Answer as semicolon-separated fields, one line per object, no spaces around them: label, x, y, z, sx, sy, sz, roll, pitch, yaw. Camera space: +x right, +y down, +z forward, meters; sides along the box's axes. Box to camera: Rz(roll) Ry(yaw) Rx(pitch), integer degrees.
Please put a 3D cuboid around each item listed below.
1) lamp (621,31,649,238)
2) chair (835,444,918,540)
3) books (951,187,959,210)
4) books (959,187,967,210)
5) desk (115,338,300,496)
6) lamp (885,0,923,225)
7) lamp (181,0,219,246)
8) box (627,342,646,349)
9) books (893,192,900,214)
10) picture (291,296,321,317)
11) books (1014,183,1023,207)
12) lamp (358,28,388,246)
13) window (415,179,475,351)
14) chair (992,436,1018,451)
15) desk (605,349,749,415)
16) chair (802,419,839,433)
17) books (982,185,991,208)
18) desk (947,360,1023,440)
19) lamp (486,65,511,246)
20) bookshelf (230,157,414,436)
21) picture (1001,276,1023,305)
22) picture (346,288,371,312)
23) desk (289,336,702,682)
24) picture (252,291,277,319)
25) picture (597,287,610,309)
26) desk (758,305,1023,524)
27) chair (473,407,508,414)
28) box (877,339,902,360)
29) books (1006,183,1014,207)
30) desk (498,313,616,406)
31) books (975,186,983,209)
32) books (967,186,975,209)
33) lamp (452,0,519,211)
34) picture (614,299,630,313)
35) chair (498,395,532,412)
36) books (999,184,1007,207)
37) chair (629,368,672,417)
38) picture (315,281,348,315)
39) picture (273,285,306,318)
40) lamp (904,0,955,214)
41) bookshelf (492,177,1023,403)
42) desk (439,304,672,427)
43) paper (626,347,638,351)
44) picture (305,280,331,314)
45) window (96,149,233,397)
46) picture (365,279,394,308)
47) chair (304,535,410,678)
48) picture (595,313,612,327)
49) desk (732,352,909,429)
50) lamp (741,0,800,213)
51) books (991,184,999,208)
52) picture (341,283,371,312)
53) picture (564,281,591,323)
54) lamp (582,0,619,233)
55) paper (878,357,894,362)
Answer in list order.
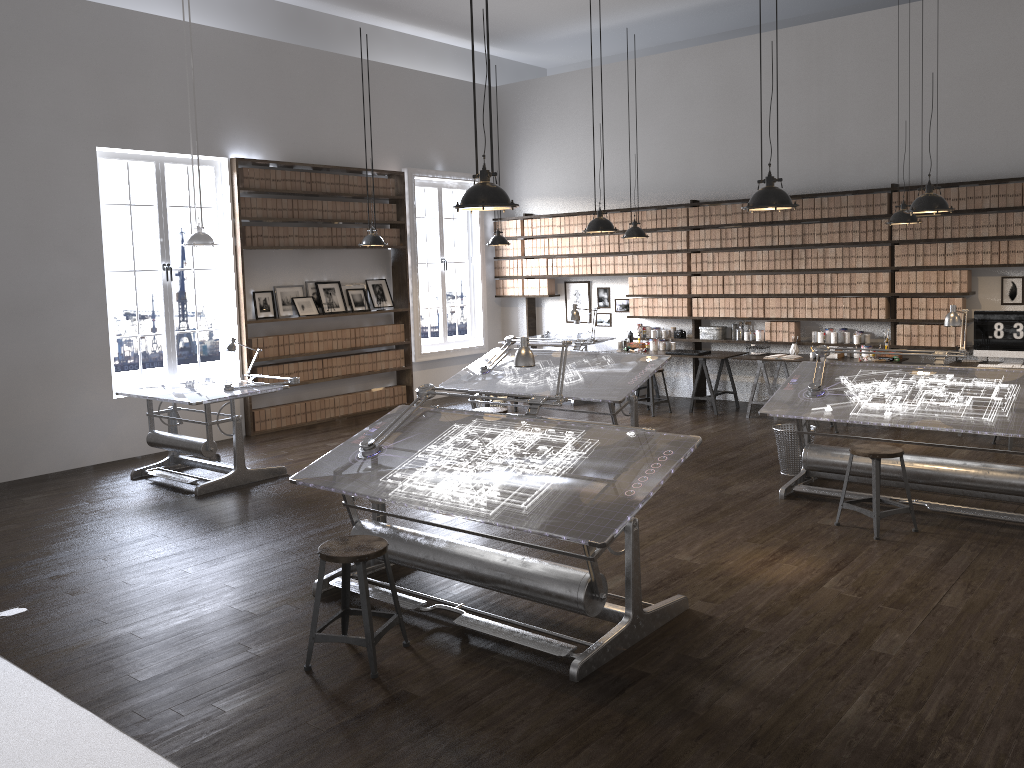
lamp;1.310;-2.715;9.595;0.311;2.243;0.314;0;5;19
chair;2.324;0.673;5.650;0.359;0.526;0.373;-4;6;-22
books;4.463;-1.853;8.886;0.067;0.224;0.175;2;7;39
books;4.518;-1.848;8.839;0.067;0.225;0.175;2;7;39
desk;-2.605;0.211;7.793;1.270;1.184;1.176;3;8;39
lamp;3.466;-2.552;7.833;0.313;2.243;0.311;-4;5;-26
lamp;-2.774;-2.331;7.689;0.311;2.243;0.314;0;5;19
box;1.563;-0.474;11.073;0.212;0.083;0.138;4;9;39
books;4.032;-1.886;9.242;0.067;0.224;0.175;2;7;39
picture;-2.410;-0.906;10.361;0.145;0.228;0.301;3;8;39
books;4.895;-1.821;8.537;0.067;0.224;0.175;2;7;39
lamp;-1.502;-2.577;9.245;0.311;2.243;0.314;0;5;19
window;-0.956;-1.607;12.074;0.153;2.300;1.249;2;6;39
chair;4.502;0.315;7.824;0.358;0.526;0.373;-1;6;8
desk;1.936;-0.051;10.668;1.670;0.666;0.658;4;8;39
chair;3.083;0.212;8.950;0.371;0.526;0.360;-1;6;13
books;4.681;-1.836;8.708;0.067;0.225;0.175;2;7;39
desk;4.959;0.177;8.197;1.670;0.666;0.658;4;8;39
lamp;-0.200;-2.828;10.824;0.311;2.243;0.314;0;5;19
bookshelf;-2.253;-0.723;10.634;0.413;3.707;2.482;2;7;39
picture;4.968;-0.925;8.788;0.201;0.283;0.022;3;6;39
picture;-1.911;-1.043;11.023;0.127;0.289;0.291;2;7;39
desk;-0.095;0.450;4.618;2.071;1.380;1.080;4;8;39
picture;-2.802;-0.896;10.030;0.058;0.314;0.268;2;7;39
picture;1.228;-1.152;11.851;0.201;0.283;0.022;3;6;39
desk;2.935;0.137;6.242;2.071;1.380;1.080;4;8;39
chair;-0.183;0.485;7.689;0.358;0.526;0.373;0;6;18
box;3.904;-0.358;9.153;0.212;0.206;0.138;3;7;39
books;4.843;-1.824;8.577;0.067;0.224;0.175;2;7;39
desk;0.645;-0.360;11.661;1.270;1.093;1.075;3;8;39
books;4.630;-1.841;8.755;0.067;0.225;0.175;2;7;39
books;4.575;-1.845;8.797;0.067;0.225;0.175;2;7;39
lamp;-0.158;-1.932;4.031;0.311;2.243;0.314;0;5;19
picture;1.461;-1.034;11.669;0.251;0.183;0.023;3;7;39
chair;0.043;0.054;10.893;0.359;0.526;0.372;-7;7;-42
books;4.791;-1.827;8.613;0.067;0.225;0.175;2;7;39
chair;1.599;0.088;10.253;0.359;0.526;0.372;-7;7;-42
picture;-2.176;-1.041;10.685;0.149;0.389;0.375;2;7;39
picture;-2.564;-0.963;10.289;0.083;0.364;0.417;2;7;39
lamp;2.731;-2.257;5.785;0.313;2.243;0.311;-4;5;-26
bookshelf;3.438;-0.563;9.982;9.188;3.193;0.375;4;7;39
desk;0.341;-0.059;8.363;2.282;1.380;1.080;4;8;39
paper;1.479;-0.429;10.947;0.155;0.038;0.138;2;8;24
picture;-2.296;-1.036;10.621;0.091;0.404;0.371;2;7;39
window;-3.555;-1.121;9.097;0.153;2.487;1.488;2;7;39
picture;-1.687;-1.157;11.312;0.161;0.363;0.344;2;7;39
chair;-0.705;0.988;4.008;0.358;0.526;0.373;0;6;18
picture;1.229;-0.862;11.879;0.251;0.183;0.023;3;7;39
desk;3.302;0.052;9.552;1.670;0.666;0.658;4;8;39
lamp;1.390;-2.078;4.804;0.313;2.256;0.311;-4;5;-26
books;4.735;-1.832;8.659;0.067;0.225;0.175;2;7;39
picture;-1.952;-1.077;11.036;0.095;0.359;0.435;2;7;39
picture;0.900;-1.119;12.111;0.415;0.572;0.040;3;6;39
lamp;0.715;-2.410;7.432;0.313;2.243;0.311;-5;5;-30
paper;3.798;-0.253;9.052;0.138;0.038;0.155;-7;9;-35
